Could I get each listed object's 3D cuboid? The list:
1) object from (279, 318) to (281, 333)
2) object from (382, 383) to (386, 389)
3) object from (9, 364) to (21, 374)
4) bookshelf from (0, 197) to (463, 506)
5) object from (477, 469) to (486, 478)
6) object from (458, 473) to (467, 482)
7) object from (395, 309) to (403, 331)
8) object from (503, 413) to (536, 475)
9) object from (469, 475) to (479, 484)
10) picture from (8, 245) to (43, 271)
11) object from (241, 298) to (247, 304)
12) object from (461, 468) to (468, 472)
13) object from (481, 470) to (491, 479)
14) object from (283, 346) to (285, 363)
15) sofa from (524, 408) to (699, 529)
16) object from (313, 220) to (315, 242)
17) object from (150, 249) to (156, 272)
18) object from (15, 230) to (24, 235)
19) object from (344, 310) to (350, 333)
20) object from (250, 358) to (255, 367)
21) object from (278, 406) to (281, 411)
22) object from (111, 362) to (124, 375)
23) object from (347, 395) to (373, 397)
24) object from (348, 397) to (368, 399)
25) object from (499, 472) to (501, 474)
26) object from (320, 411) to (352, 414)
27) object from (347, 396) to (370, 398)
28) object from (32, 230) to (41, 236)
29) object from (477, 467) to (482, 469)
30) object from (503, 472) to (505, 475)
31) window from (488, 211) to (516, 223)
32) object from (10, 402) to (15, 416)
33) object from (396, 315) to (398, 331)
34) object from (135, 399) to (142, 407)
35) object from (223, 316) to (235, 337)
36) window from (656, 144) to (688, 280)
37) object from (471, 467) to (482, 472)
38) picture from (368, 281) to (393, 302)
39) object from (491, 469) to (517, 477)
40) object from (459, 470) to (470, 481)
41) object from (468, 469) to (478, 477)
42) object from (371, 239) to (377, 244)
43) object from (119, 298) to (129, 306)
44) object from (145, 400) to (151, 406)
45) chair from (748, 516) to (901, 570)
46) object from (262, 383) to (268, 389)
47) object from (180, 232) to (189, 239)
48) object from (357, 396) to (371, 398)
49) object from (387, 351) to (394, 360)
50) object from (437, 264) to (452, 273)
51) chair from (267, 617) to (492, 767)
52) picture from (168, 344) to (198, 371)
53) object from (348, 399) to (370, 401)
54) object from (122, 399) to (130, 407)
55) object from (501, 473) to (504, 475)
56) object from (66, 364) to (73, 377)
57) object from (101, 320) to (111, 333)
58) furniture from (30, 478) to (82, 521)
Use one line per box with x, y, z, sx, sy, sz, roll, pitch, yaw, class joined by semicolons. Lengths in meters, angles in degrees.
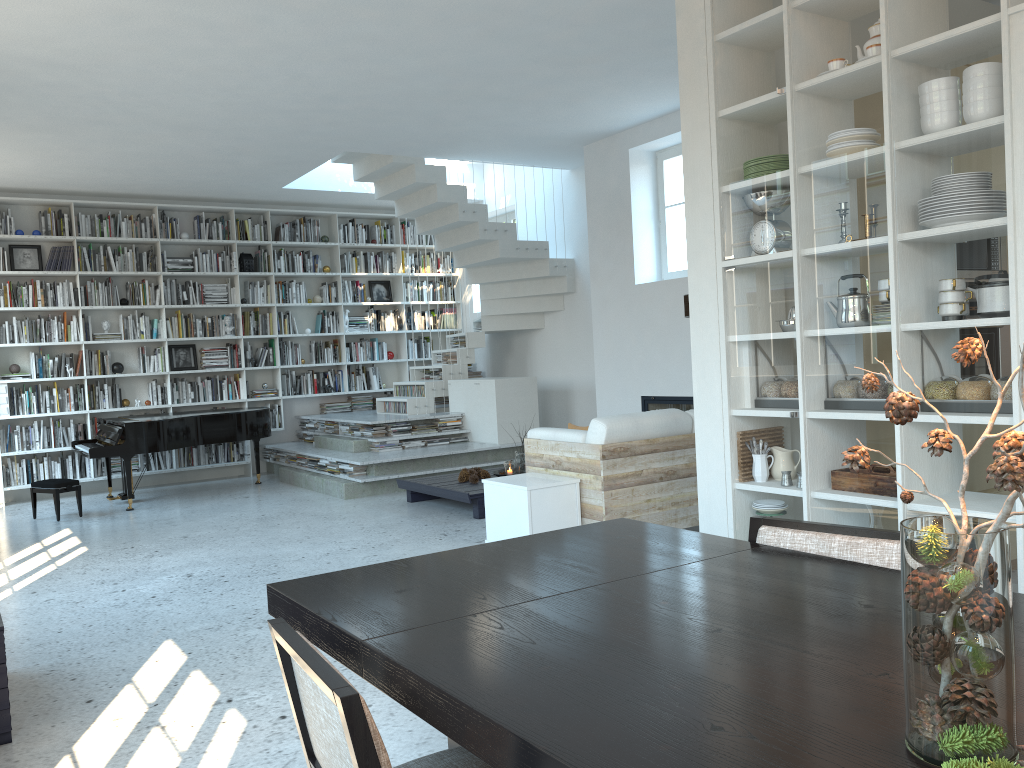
-2.823;-0.691;10.721;0.013;0.208;0.140;-5;3;-33;object
-1.665;0.026;11.465;0.071;0.072;0.071;-3;2;16;object
-5.157;-0.155;9.198;0.105;0.106;0.105;-2;3;35;object
-3.377;-0.452;10.293;6.294;3.144;0.330;-4;3;-33;bookshelf
-0.269;0.778;7.651;0.106;0.086;0.091;-4;2;-19;object
-0.421;0.797;7.490;0.082;0.085;0.082;-4;2;-18;object
-1.455;-0.826;11.428;0.087;0.288;0.075;-3;2;2;object
0.073;0.526;7.575;0.309;0.522;0.435;-3;2;-3;object
-0.315;0.793;7.370;0.081;0.083;0.098;-4;2;-28;object
-5.101;-1.312;9.308;0.300;0.300;0.077;-5;3;-33;picture
-3.144;-0.969;10.391;0.071;0.072;0.071;-3;2;16;object
-0.403;0.769;7.647;0.090;0.106;0.097;-4;2;-12;object
-0.226;0.778;7.551;0.083;0.100;0.092;-4;2;-28;object
-2.791;-0.355;10.764;0.007;0.266;0.135;-5;3;-33;object
1.209;0.551;6.027;2.193;0.855;0.871;-4;2;-33;sofa
-2.462;-1.868;10.948;0.006;0.298;0.129;-5;3;-33;object
-3.970;-1.360;9.809;0.075;0.255;0.075;-1;3;36;object
-5.110;-1.560;9.201;0.082;0.083;0.082;-2;3;35;object
-2.058;-0.780;11.017;0.087;0.288;0.075;-3;2;2;object
-3.039;-0.253;10.393;0.054;0.113;0.079;-5;3;-34;object
-2.794;0.393;10.651;0.011;0.260;0.142;-5;3;-33;object
-4.329;-0.173;9.731;0.133;0.135;0.133;-3;2;16;object
-1.939;0.153;11.292;0.285;0.005;0.159;-4;2;-28;object
-1.944;0.175;11.303;0.254;0.006;0.161;-4;2;-33;object
-0.095;0.778;7.687;0.035;0.035;0.030;-5;3;-35;object
-2.211;0.359;11.117;0.345;0.007;0.193;-5;2;-38;object
-1.945;0.164;11.303;0.285;0.005;0.159;-4;2;-33;object
-4.978;-1.570;9.286;0.082;0.083;0.082;-2;3;35;object
-0.279;0.774;7.769;0.078;0.101;0.086;-2;3;31;object
-0.063;0.774;7.635;0.038;0.043;0.039;-2;2;28;object
-0.014;-1.560;11.261;0.042;1.227;1.117;-5;3;-33;window
-5.123;0.254;9.081;0.045;0.146;0.045;-3;2;6;object
-1.526;-0.789;11.546;0.022;0.212;0.179;-5;3;-33;object
-4.130;0.202;9.796;0.060;0.095;0.078;-4;2;-16;object
-3.282;-0.668;10.263;0.138;0.244;0.137;-2;3;23;object
1.654;-1.543;7.783;0.072;1.227;1.117;-5;3;-33;window
-0.304;0.770;7.709;0.099;0.102;0.097;-2;2;28;object
-1.703;-1.193;11.502;0.300;0.300;0.077;-5;3;-33;picture
0.032;0.770;7.652;0.429;0.038;0.429;-3;2;7;object
-0.407;0.786;7.564;0.114;0.101;0.110;-1;3;40;object
-0.344;0.776;7.598;0.094;0.108;0.108;-2;2;25;object
-1.757;-1.803;11.286;0.071;0.072;0.071;-3;2;16;object
-4.265;-0.895;9.744;0.097;0.098;0.097;-3;2;16;object
-4.054;0.211;9.873;0.061;0.062;0.061;-3;2;16;object
0.611;0.752;2.005;0.570;0.783;0.480;-5;3;-43;chair
-2.935;0.023;10.534;0.071;0.072;0.071;-3;2;16;object
-3.726;-1.674;10.081;0.104;0.106;0.104;-2;3;35;object
-1.944;0.169;11.303;0.254;0.006;0.161;-4;2;-33;object
-1.586;-0.367;11.486;0.115;0.116;0.115;-2;3;35;object
-0.907;-1.531;11.791;0.203;0.137;0.095;-4;2;-17;object
-0.069;0.803;1.567;0.570;0.783;0.480;-4;3;-28;chair
-3.773;-0.303;10.173;0.300;0.300;0.077;-5;3;-33;picture
-1.945;0.202;11.303;0.254;0.006;0.161;-4;2;-33;object
-4.266;0.210;9.787;0.091;0.092;0.091;-2;3;35;object
-0.078;0.780;7.606;0.035;0.035;0.030;-4;2;-10;object
-4.665;-0.144;9.350;0.044;0.140;0.081;-1;3;41;object
-4.435;-0.630;9.684;0.095;0.157;0.121;-4;2;-19;object
-4.099;1.031;7.978;0.467;0.353;0.239;-2;3;32;furniture
